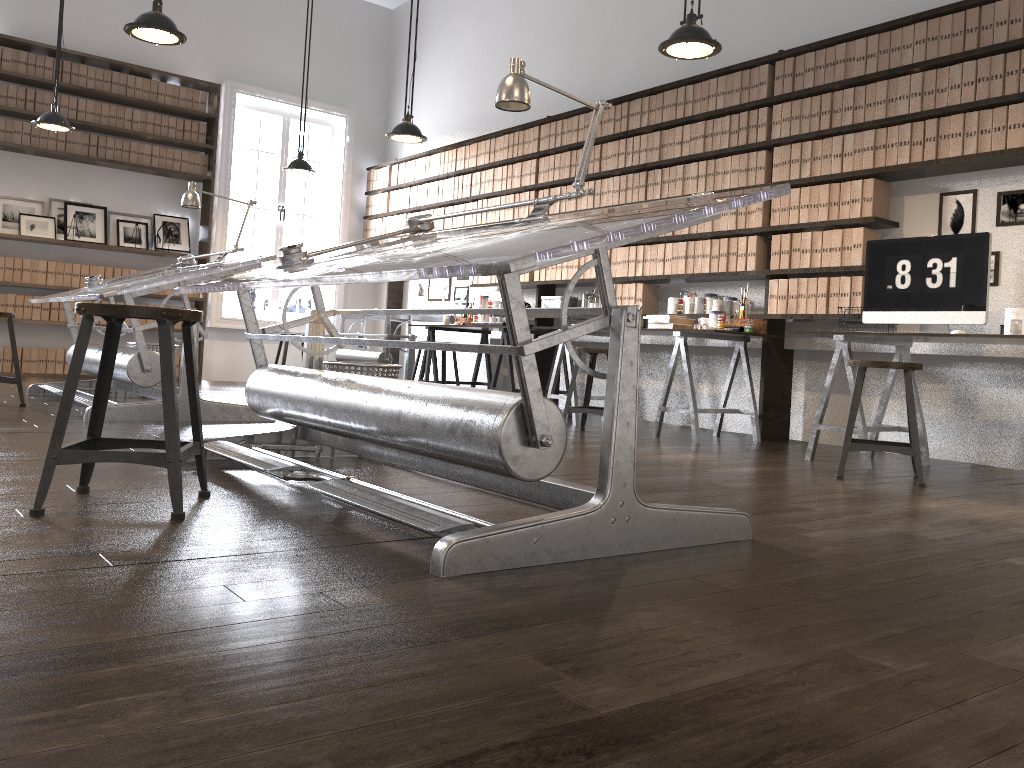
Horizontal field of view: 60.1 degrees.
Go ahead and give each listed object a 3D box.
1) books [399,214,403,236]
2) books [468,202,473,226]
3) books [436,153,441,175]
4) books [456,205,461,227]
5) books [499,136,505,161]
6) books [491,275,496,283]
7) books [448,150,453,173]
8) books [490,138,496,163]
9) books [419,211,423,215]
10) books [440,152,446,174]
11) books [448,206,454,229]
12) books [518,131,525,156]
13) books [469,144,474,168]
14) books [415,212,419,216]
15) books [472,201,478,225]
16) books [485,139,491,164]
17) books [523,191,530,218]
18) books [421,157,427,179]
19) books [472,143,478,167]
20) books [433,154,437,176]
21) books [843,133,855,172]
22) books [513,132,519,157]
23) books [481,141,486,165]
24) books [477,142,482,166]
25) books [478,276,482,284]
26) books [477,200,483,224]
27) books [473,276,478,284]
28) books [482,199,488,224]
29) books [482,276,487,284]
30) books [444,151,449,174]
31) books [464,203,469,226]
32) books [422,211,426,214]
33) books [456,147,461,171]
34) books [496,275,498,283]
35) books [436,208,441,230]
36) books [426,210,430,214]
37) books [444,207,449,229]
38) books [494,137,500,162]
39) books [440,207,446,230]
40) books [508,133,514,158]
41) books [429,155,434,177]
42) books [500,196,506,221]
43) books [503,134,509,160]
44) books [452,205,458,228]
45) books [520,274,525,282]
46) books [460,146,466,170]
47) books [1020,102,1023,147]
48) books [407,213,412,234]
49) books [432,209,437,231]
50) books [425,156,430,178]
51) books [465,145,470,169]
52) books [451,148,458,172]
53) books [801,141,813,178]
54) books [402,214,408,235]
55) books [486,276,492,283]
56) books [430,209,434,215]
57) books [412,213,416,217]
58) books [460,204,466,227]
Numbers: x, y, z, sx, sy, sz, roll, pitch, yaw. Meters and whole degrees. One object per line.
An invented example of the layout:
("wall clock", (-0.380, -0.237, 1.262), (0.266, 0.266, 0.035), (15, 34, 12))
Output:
("books", (-1.085, -1.656, 9.291), (0.174, 0.226, 0.067), (3, -1, -37))
("books", (-0.318, -1.569, 8.271), (0.174, 0.226, 0.067), (3, -1, -37))
("books", (-0.656, -2.160, 8.767), (0.174, 0.226, 0.067), (3, -1, -37))
("books", (-0.434, -1.582, 8.430), (0.174, 0.226, 0.067), (3, -1, -37))
("books", (-0.026, -2.094, 7.937), (0.174, 0.226, 0.067), (3, -1, -37))
("books", (-0.091, -1.002, 7.921), (0.174, 0.226, 0.067), (3, -1, -37))
("books", (-0.529, -2.147, 8.610), (0.174, 0.226, 0.067), (3, -1, -37))
("books", (-0.108, -2.103, 8.049), (0.174, 0.226, 0.067), (3, -1, -37))
("books", (-0.858, -1.626, 8.993), (0.174, 0.226, 0.067), (3, -1, -37))
("books", (-0.612, -2.155, 8.709), (0.174, 0.226, 0.067), (3, -1, -37))
("books", (-0.523, -1.591, 8.540), (0.174, 0.226, 0.067), (3, -1, -37))
("books", (0.146, -2.076, 7.712), (0.174, 0.226, 0.067), (3, -1, -37))
("books", (-0.312, -2.124, 8.321), (0.174, 0.226, 0.067), (3, -1, -37))
("books", (-0.901, -1.630, 9.048), (0.174, 0.226, 0.067), (3, -1, -37))
("books", (-0.276, -1.565, 8.212), (0.174, 0.226, 0.067), (3, -1, -37))
("books", (-0.153, -2.107, 8.103), (0.174, 0.226, 0.067), (3, -1, -37))
("books", (0.190, -1.524, 7.596), (0.174, 0.226, 0.067), (3, -1, -37))
("books", (-0.824, -2.177, 8.993), (0.174, 0.226, 0.067), (3, -1, -37))
("books", (-0.276, -2.120, 8.264), (0.174, 0.226, 0.067), (3, -1, -37))
("books", (-0.696, -2.164, 8.827), (0.174, 0.226, 0.067), (3, -1, -37))
("books", (2.016, -1.333, 5.175), (0.174, 0.226, 0.067), (3, -1, -37))
("books", (0.100, -2.081, 7.771), (0.174, 0.226, 0.067), (3, -1, -37))
("books", (-0.196, -2.112, 8.162), (0.174, 0.226, 0.067), (3, -1, -37))
("books", (-0.232, -2.116, 8.213), (0.174, 0.226, 0.067), (3, -1, -37))
("books", (-0.215, -1.015, 8.085), (0.174, 0.226, 0.067), (3, -1, -37))
("books", (-0.229, -1.567, 8.148), (0.174, 0.226, 0.067), (3, -1, -37))
("books", (-0.259, -1.020, 8.135), (0.174, 0.226, 0.067), (3, -1, -37))
("books", (-0.183, -1.563, 8.093), (0.174, 0.226, 0.067), (3, -1, -37))
("books", (-0.179, -1.011, 8.033), (0.174, 0.226, 0.067), (3, -1, -37))
("books", (-0.571, -2.151, 8.661), (0.174, 0.226, 0.067), (3, -1, -37))
("books", (-0.354, -1.573, 8.322), (0.174, 0.226, 0.067), (3, -1, -37))
("books", (-0.819, -1.622, 8.935), (0.174, 0.226, 0.067), (3, -1, -37))
("books", (-0.439, -2.137, 8.491), (0.174, 0.226, 0.067), (3, -1, -37))
("books", (-0.048, -0.998, 7.866), (0.174, 0.226, 0.067), (3, -1, -37))
("books", (-0.651, -1.604, 8.719), (0.174, 0.226, 0.067), (3, -1, -37))
("books", (-0.778, -1.617, 8.875), (0.174, 0.226, 0.067), (3, -1, -37))
("books", (-0.562, -1.595, 8.600), (0.174, 0.226, 0.067), (3, -1, -37))
("books", (-0.064, -2.098, 7.995), (0.174, 0.226, 0.067), (3, -1, -37))
("books", (-0.611, -1.600, 8.656), (0.174, 0.226, 0.067), (3, -1, -37))
("books", (0.059, -2.085, 7.819), (0.174, 0.226, 0.067), (3, -1, -37))
("books", (-0.735, -2.168, 8.885), (0.174, 0.226, 0.067), (3, -1, -37))
("books", (-0.013, -1.545, 7.867), (0.174, 0.226, 0.067), (3, -1, -37))
("books", (0.015, -2.090, 7.877), (0.174, 0.226, 0.067), (3, -1, -37))
("books", (-0.477, -1.586, 8.486), (0.174, 0.226, 0.067), (3, -1, -37))
("books", (0.159, -0.977, 7.592), (0.174, 0.226, 0.067), (3, -1, -37))
("books", (-0.400, -2.133, 8.432), (0.174, 0.226, 0.067), (3, -1, -37))
("books", (2.599, -1.272, 4.395), (0.174, 0.226, 0.067), (3, -1, -37))
("books", (-0.994, -1.640, 9.168), (0.174, 0.226, 0.067), (3, -1, -37))
("books", (-0.693, -1.609, 8.770), (0.174, 0.226, 0.067), (3, -1, -37))
("books", (-0.779, -2.173, 8.939), (0.174, 0.226, 0.067), (3, -1, -37))
("books", (-0.355, -2.129, 8.378), (0.174, 0.226, 0.067), (3, -1, -37))
("books", (-0.489, -2.142, 8.548), (0.174, 0.226, 0.067), (3, -1, -37))
("books", (1.846, -1.351, 5.401), (0.174, 0.226, 0.067), (3, -1, -37))
("books", (-1.050, -1.653, 9.238), (0.174, 0.226, 0.067), (3, -1, -37))
("books", (-0.136, -1.007, 7.974), (0.174, 0.226, 0.067), (3, -1, -37))
("books", (-0.734, -1.613, 8.818), (0.174, 0.226, 0.067), (3, -1, -37))
("books", (-0.946, -1.635, 9.102), (0.174, 0.226, 0.067), (3, -1, -37))
("books", (-0.398, -1.578, 8.372), (0.174, 0.226, 0.067), (3, -1, -37))
